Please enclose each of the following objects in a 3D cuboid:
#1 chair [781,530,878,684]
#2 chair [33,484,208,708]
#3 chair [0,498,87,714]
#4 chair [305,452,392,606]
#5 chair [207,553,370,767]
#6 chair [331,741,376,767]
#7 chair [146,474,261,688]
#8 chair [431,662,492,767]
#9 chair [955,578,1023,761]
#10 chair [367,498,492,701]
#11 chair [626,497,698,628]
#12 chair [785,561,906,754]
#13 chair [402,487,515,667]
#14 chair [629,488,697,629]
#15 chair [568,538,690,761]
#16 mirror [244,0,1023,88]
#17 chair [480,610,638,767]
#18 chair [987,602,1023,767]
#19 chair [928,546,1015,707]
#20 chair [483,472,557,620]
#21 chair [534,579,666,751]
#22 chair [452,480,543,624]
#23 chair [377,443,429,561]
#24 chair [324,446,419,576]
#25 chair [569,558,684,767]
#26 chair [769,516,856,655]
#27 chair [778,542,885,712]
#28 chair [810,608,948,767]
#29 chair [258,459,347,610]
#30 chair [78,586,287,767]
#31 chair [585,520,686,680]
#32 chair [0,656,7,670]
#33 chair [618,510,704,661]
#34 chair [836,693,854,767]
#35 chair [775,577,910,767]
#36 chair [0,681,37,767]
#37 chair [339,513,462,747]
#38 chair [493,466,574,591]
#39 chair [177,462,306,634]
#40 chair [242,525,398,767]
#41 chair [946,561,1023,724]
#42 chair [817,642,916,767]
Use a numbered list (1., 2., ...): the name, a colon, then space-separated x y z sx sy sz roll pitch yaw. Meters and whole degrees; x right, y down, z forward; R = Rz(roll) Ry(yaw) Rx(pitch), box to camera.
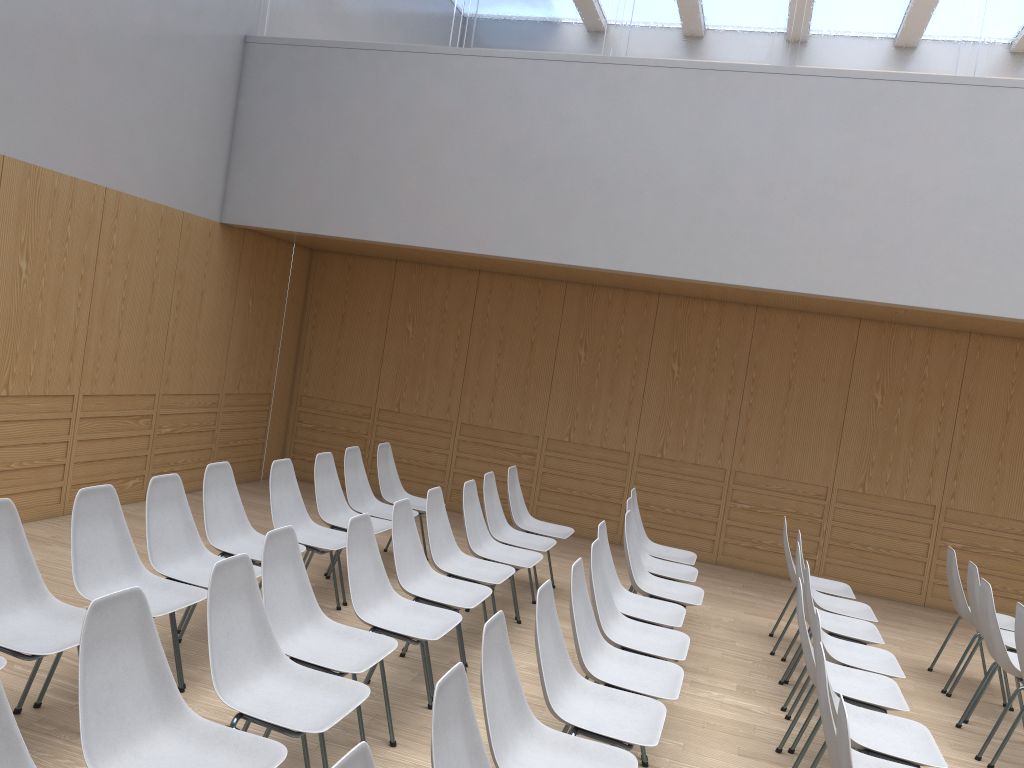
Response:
1. chair: 1.946 1.379 5.417 0.505 0.876 0.479 9 2 15
2. chair: -1.599 0.905 3.731 0.505 0.876 0.479 9 2 15
3. chair: -1.757 0.899 3.222 0.505 0.876 0.479 9 2 15
4. chair: -1.051 0.917 5.734 0.505 0.876 0.479 9 2 15
5. chair: -0.777 1.056 2.956 0.505 0.876 0.479 9 2 15
6. chair: -0.153 1.195 1.673 0.505 0.876 0.479 9 2 15
7. chair: -1.489 0.905 4.202 0.505 0.876 0.479 9 2 15
8. chair: 0.014 1.201 2.209 0.505 0.876 0.479 9 2 15
9. chair: 2.697 1.517 4.673 0.505 0.876 0.479 9 2 15
10. chair: -0.389 1.061 4.478 0.505 0.876 0.479 9 2 15
11. chair: 0.938 1.216 5.735 0.505 0.876 0.479 9 2 15
12. chair: 1.660 1.371 4.408 0.505 0.876 0.479 9 2 15
13. chair: -0.268 1.061 4.994 0.505 0.876 0.479 9 2 15
14. chair: 1.034 1.213 6.239 0.505 0.876 0.479 9 2 15
15. chair: 0.572 1.216 4.177 0.505 0.876 0.479 9 2 15
16. mirror: 6.315 -2.699 5.596 17.825 2.090 0.253 9 2 15
17. chair: 0.116 1.198 2.731 0.505 0.876 0.479 9 2 15
18. chair: 2.596 1.521 4.153 0.505 0.876 0.479 9 2 15
19. chair: 3.016 1.530 5.687 0.505 0.876 0.479 9 2 15
20. chair: 0.018 1.070 5.965 0.505 0.876 0.479 9 2 15
21. chair: 0.292 1.207 3.224 0.505 0.876 0.479 9 2 15
22. chair: -0.090 1.071 5.464 0.505 0.876 0.479 9 2 15
23. chair: -0.801 0.921 6.717 0.505 0.876 0.479 9 2 15
24. chair: -0.955 0.915 6.228 0.505 0.876 0.479 9 2 15
25. chair: 0.447 1.214 3.684 0.505 0.876 0.479 9 2 15
26. chair: 2.021 1.371 5.948 0.505 0.876 0.479 9 2 15
27. chair: 1.791 1.372 4.956 0.505 0.876 0.479 9 2 15
28. chair: 1.369 1.362 3.414 0.505 0.876 0.479 9 2 15
29. chair: -1.188 0.916 5.196 0.505 0.876 0.479 9 2 15
30. chair: -0.932 1.051 2.428 0.505 0.876 0.479 9 2 15
31. chair: 0.654 1.210 4.695 0.505 0.876 0.479 9 2 15
32. chair: -1.913 0.893 2.727 0.505 0.876 0.479 9 2 15
33. chair: 0.859 1.223 5.188 0.505 0.876 0.479 9 2 15
34. chair: 1.096 1.356 2.415 0.505 0.876 0.479 9 2 15
35. chair: 1.476 1.359 3.958 0.505 0.876 0.479 9 2 15
36. chair: -1.106 1.042 1.933 0.505 0.876 0.479 9 2 15
37. chair: -0.514 1.061 3.951 0.505 0.876 0.479 9 2 15
38. chair: 0.176 1.076 6.474 0.505 0.876 0.479 9 2 15
39. chair: -1.420 0.896 4.761 0.505 0.876 0.479 9 2 15
40. chair: -0.748 1.042 3.472 0.505 0.876 0.479 9 2 15
41. chair: 2.901 1.530 5.198 0.505 0.876 0.479 9 2 15
42. chair: 1.215 1.356 2.925 0.505 0.876 0.479 9 2 15
